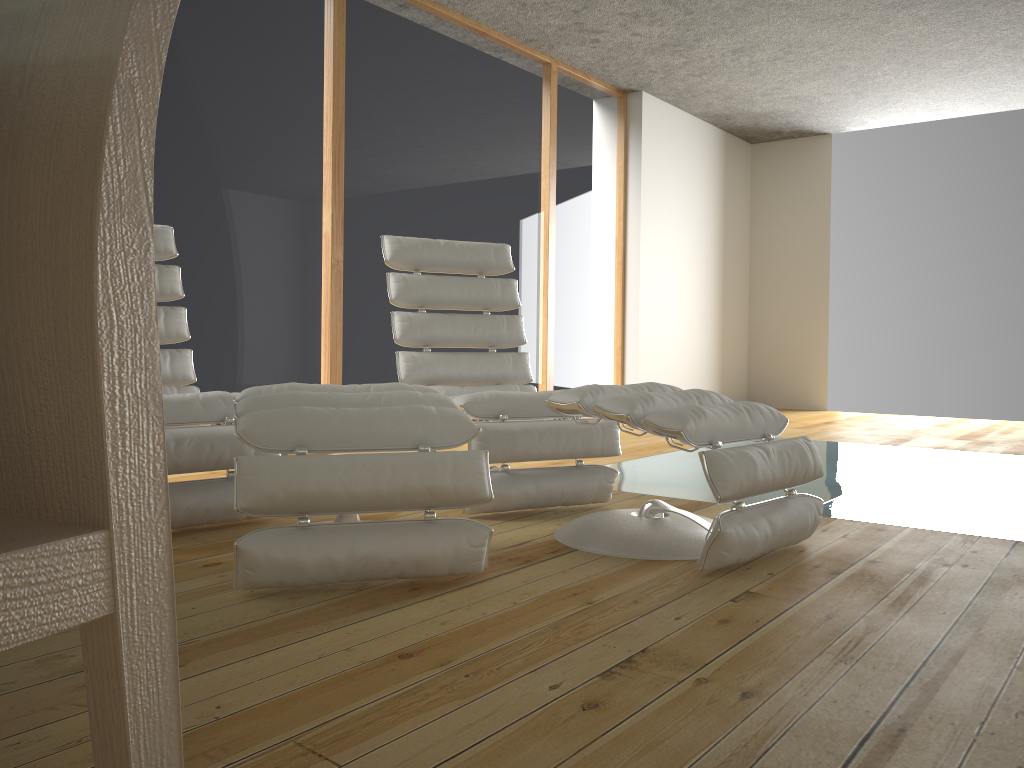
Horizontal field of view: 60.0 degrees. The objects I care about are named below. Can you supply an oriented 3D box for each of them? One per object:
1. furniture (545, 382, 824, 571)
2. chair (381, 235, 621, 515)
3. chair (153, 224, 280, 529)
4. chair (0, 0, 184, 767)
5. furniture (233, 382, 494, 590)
[{"bbox_3d":[0.447,0.223,2.496,0.686,0.439,0.569,3,3,43],"label":"furniture"},{"bbox_3d":[-0.074,-0.080,3.224,0.569,0.968,0.914,0,2,-28],"label":"chair"},{"bbox_3d":[-1.185,-0.075,2.784,0.569,0.968,0.914,0,2,-43],"label":"chair"},{"bbox_3d":[-0.448,0.012,0.453,0.404,1.016,0.506,1,1,26],"label":"chair"},{"bbox_3d":[-0.409,0.223,2.250,0.569,0.439,0.686,0,2,-18],"label":"furniture"}]
